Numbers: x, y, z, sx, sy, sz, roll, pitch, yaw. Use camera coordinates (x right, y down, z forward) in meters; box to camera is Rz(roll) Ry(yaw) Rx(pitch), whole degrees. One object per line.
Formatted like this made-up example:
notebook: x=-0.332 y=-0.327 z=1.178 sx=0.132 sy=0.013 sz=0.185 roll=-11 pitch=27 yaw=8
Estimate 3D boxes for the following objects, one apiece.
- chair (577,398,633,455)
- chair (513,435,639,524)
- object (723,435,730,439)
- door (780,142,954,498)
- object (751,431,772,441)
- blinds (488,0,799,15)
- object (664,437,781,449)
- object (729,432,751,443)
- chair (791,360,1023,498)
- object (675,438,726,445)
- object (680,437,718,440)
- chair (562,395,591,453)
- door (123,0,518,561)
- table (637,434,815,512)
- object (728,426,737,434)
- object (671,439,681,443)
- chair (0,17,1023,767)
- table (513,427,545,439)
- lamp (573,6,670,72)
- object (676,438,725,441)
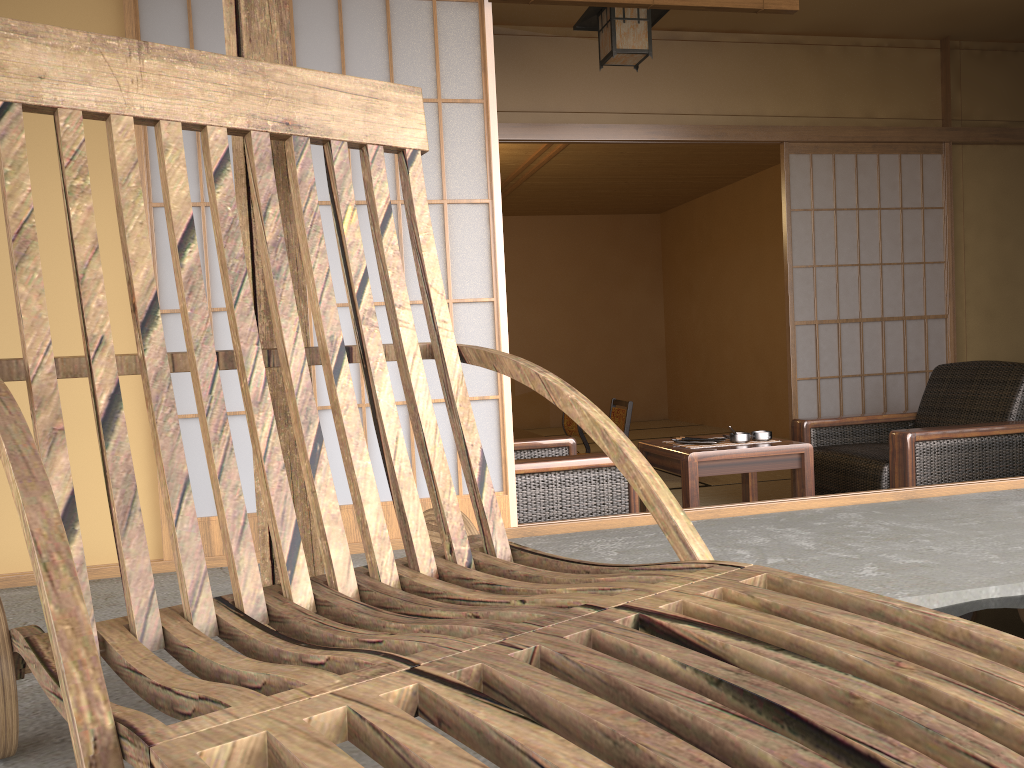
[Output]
chair: x=0.492 y=0.399 z=6.281 sx=0.686 sy=0.547 sz=0.582 roll=-3 pitch=3 yaw=-9
chair: x=-0.053 y=0.412 z=3.577 sx=0.943 sy=0.780 sz=0.872 roll=-3 pitch=3 yaw=-13
object: x=0.955 y=0.224 z=3.795 sx=0.130 sy=0.026 sz=0.038 roll=-4 pitch=3 yaw=-28
door: x=1.934 y=-0.317 z=4.774 sx=0.992 sy=1.936 sz=0.040 roll=-4 pitch=3 yaw=-13
object: x=1.042 y=0.218 z=3.701 sx=0.084 sy=0.037 sz=0.084 roll=-2 pitch=2 yaw=15
blinds: x=0.858 y=-1.433 z=2.706 sx=1.931 sy=0.595 sz=0.048 roll=-3 pitch=3 yaw=-13
object: x=0.880 y=0.244 z=3.747 sx=0.401 sy=0.003 sz=0.300 roll=-3 pitch=2 yaw=-13
object: x=0.945 y=0.223 z=3.676 sx=0.084 sy=0.037 sz=0.084 roll=-4 pitch=2 yaw=-21
chair: x=1.888 y=0.298 z=4.022 sx=0.943 sy=0.780 sz=0.872 roll=-3 pitch=3 yaw=-13
object: x=0.788 y=0.241 z=3.707 sx=0.181 sy=0.015 sz=0.131 roll=-2 pitch=2 yaw=32
object: x=0.797 y=0.230 z=3.721 sx=0.006 sy=0.007 sz=0.230 roll=-5 pitch=3 yaw=-39
chair: x=0.240 y=0.373 z=7.338 sx=0.698 sy=0.547 sz=0.582 roll=-3 pitch=3 yaw=-14
door: x=-0.517 y=-0.482 z=2.490 sx=0.992 sy=1.875 sz=0.040 roll=-4 pitch=3 yaw=-13
table: x=0.893 y=0.494 z=3.761 sx=0.540 sy=0.501 sz=0.540 roll=-3 pitch=3 yaw=-13
object: x=0.927 y=0.202 z=3.656 sx=0.038 sy=0.068 sz=0.117 roll=0 pitch=4 yaw=42
object: x=0.702 y=0.241 z=3.788 sx=0.050 sy=0.018 sz=0.015 roll=-4 pitch=3 yaw=-26
chair: x=-0.058 y=-0.008 z=0.819 sx=0.677 sy=0.852 sz=1.226 roll=-5 pitch=3 yaw=-38
table: x=-0.357 y=0.541 z=6.161 sx=0.994 sy=0.357 sz=0.994 roll=-3 pitch=2 yaw=-13
lamp: x=0.448 y=-1.645 z=3.610 sx=0.330 sy=0.682 sz=0.330 roll=-4 pitch=3 yaw=-13
object: x=0.786 y=0.231 z=3.701 sx=0.230 sy=0.007 sz=0.006 roll=-1 pitch=3 yaw=43
